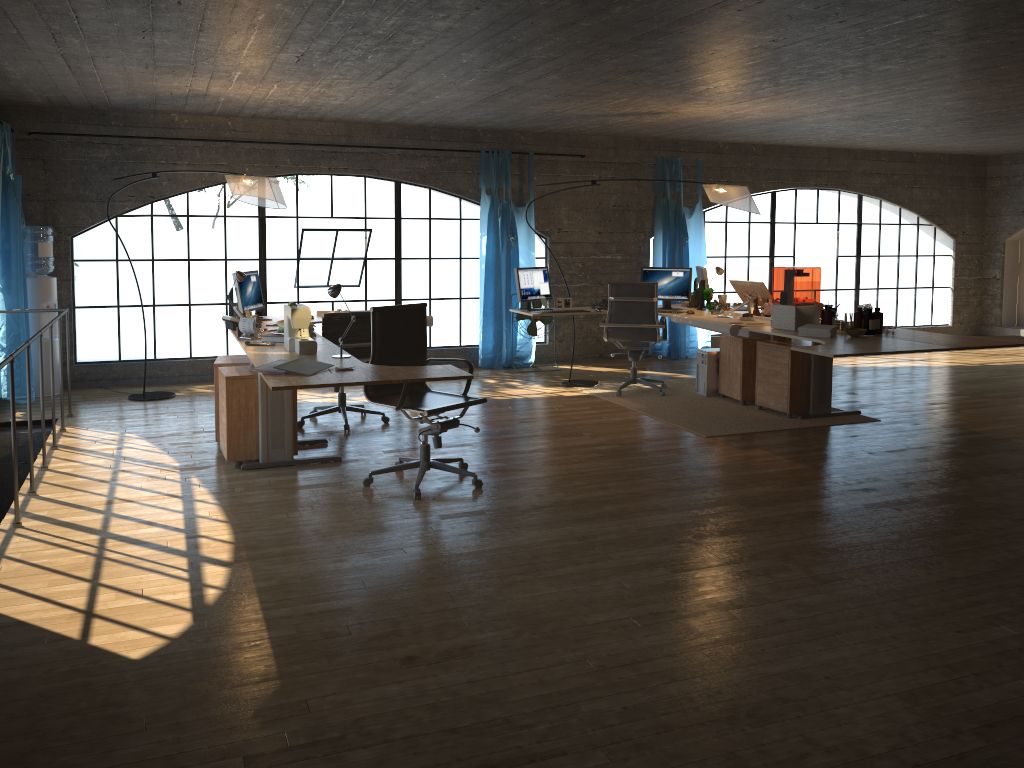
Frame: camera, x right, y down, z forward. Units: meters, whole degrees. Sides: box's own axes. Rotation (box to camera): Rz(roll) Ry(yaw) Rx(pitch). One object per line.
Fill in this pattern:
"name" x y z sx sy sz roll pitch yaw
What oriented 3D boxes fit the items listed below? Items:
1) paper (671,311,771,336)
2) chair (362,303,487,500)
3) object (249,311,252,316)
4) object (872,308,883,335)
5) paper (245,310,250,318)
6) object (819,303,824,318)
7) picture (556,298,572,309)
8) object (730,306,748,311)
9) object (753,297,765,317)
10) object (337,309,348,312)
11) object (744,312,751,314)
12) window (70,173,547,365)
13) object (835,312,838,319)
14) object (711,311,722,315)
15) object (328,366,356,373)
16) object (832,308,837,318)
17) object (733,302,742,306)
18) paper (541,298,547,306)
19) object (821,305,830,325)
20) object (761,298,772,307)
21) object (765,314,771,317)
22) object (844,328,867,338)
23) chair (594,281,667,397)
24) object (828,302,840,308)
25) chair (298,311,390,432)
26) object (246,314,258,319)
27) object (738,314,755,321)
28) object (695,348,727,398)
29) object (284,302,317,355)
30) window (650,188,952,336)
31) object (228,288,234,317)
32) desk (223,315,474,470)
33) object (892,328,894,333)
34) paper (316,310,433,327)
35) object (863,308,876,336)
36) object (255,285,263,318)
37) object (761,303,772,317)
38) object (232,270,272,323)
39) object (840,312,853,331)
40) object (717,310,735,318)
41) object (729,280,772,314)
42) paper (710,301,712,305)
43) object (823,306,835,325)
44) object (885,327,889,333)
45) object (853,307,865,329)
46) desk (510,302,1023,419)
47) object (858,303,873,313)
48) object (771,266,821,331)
"paper" 1.751 -0.496 7.135 0.582 0.112 0.860 -3 10 -21
"chair" -0.480 0.059 5.080 0.687 1.007 0.656 5 7 38
"object" -2.141 -0.564 7.010 0.144 0.032 0.153 -3 10 -17
"object" 2.571 -0.445 6.218 0.079 0.185 0.080 -1 5 -14
"paper" -2.004 -0.525 6.710 0.019 0.074 0.079 1 7 3
"object" 2.368 -0.549 6.868 0.130 0.175 0.200 1 7 2
"picture" 0.477 -0.745 8.160 0.159 0.104 0.032 -3 6 -21
"object" 2.142 -0.715 8.313 0.187 0.011 0.496 1 10 3
"object" 2.069 -0.643 7.403 0.094 0.176 0.227 1 8 6
"object" -1.407 -0.597 7.351 0.054 0.063 0.160 5 10 35
"object" 2.082 -0.622 7.727 0.097 0.024 0.108 -1 10 -8
"window" -2.637 -0.966 7.468 3.194 1.853 7.004 5 10 28
"object" 2.437 -0.513 6.617 0.017 0.049 0.025 -1 5 -12
"object" 1.804 -0.618 7.695 0.109 0.022 0.140 0 10 -2
"object" -0.851 -0.075 4.460 0.142 0.013 0.129 -3 10 -18
"object" 2.396 -0.529 6.618 0.077 0.081 0.077 -6 9 -42
"object" 2.216 -0.783 8.649 0.101 0.034 0.059 2 9 13
"paper" 0.295 -0.751 8.095 0.018 0.073 0.078 4 8 38
"object" 2.298 -0.484 6.440 0.079 0.185 0.080 -1 5 -14
"object" 2.147 -0.647 7.413 0.105 0.174 0.101 -4 7 -35
"object" 2.147 -0.600 7.421 0.077 0.081 0.077 0 7 -3
"object" 2.346 -0.346 6.029 0.147 0.054 0.147 9 13 44
"chair" 1.079 -0.435 8.022 0.653 1.007 0.691 2 6 12
"object" 2.418 -0.575 6.613 0.076 0.101 0.153 1 8 8
"chair" -1.305 -0.130 6.617 0.655 0.852 0.689 -4 8 -35
"object" -2.120 -0.531 7.020 0.204 0.036 0.206 -4 10 -23
"object" 1.908 -0.546 7.181 0.130 0.055 0.049 -3 7 -21
"object" 1.903 -0.105 7.879 0.481 0.408 0.202 -2 6 -17
"object" -1.245 -0.337 5.184 0.137 0.282 0.406 -2 8 -22
"window" 0.232 -1.268 9.278 12.293 1.835 3.941 -9 12 -42
"object" -2.109 -0.584 6.620 0.085 0.275 0.085 2 5 22
"desk" -0.998 0.055 5.902 1.637 0.732 3.544 -3 10 -20
"object" 2.719 -0.381 6.297 0.017 0.037 0.017 3 6 23
"paper" -1.142 -0.542 7.308 0.852 0.112 0.587 -3 10 -21
"object" 2.493 -0.435 6.156 0.079 0.185 0.080 -1 5 -14
"object" -2.058 -0.672 7.138 0.085 0.275 0.085 -1 5 -19
"object" 2.141 -0.605 7.305 0.154 0.134 0.100 2 6 13
"object" -2.043 -0.680 6.859 0.286 0.387 0.475 1 8 3
"object" 2.463 -0.459 6.477 0.134 0.128 0.039 -3 6 -26
"object" 1.799 -0.586 7.396 0.160 0.063 0.054 7 9 35
"object" 2.090 -0.752 7.682 0.287 0.297 0.398 -4 9 -30
"paper" 1.855 -0.765 8.242 0.019 0.074 0.079 1 7 3
"object" 2.279 -0.468 6.343 0.079 0.185 0.080 0 5 -4
"object" 2.698 -0.392 6.345 0.026 0.043 0.026 3 6 23
"object" 2.452 -0.447 6.228 0.079 0.185 0.080 0 5 -4
"desk" 2.131 -0.138 7.139 3.262 0.732 3.504 -3 10 -21
"object" 2.516 -0.468 6.292 0.098 0.212 0.095 -2 6 -24
"object" 2.103 -0.638 6.532 0.270 0.454 0.224 -3 6 -32
